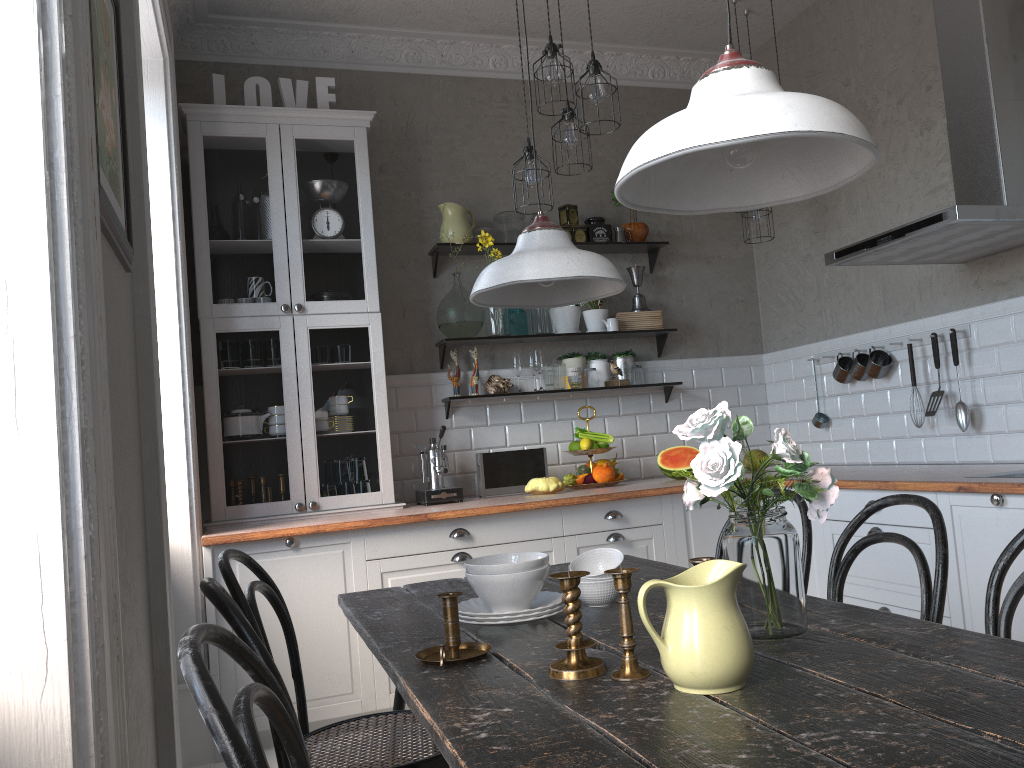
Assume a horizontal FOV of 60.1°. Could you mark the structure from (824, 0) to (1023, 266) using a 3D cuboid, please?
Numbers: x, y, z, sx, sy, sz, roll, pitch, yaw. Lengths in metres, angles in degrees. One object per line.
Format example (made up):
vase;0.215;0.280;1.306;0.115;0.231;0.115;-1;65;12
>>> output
structure;1.647;-1.322;3.433;0.722;1.595;0.703;-4;-4;-18

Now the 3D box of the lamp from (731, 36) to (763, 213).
lamp;1.086;-1.716;4.389;0.145;1.734;0.148;-6;-4;14

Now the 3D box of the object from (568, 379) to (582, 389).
object;0.335;0.001;4.699;0.078;0.051;0.076;-3;-4;-25

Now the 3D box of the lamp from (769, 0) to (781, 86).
lamp;1.338;-1.984;4.574;0.143;1.734;0.150;-8;-5;44

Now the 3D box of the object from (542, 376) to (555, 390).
object;0.205;0.001;4.779;0.078;0.083;0.078;-5;-4;0

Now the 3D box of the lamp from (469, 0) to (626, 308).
lamp;0.010;-1.135;2.206;0.382;1.858;0.376;-4;-4;-11

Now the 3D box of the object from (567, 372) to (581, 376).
object;0.332;-0.034;4.701;0.077;0.051;0.077;-5;-4;1

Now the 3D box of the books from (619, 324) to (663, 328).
books;0.700;-0.314;4.956;0.262;0.016;0.157;-4;-4;-6

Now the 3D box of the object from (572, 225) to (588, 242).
object;0.367;-0.806;4.853;0.083;0.113;0.082;-4;-4;-8

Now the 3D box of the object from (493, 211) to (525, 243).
object;-0.009;-0.817;4.738;0.169;0.184;0.174;-6;-4;21

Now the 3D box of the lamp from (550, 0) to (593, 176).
lamp;0.169;-1.701;3.534;0.149;1.734;0.144;-2;-5;-31

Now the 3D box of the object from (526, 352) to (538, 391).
object;0.118;-0.061;4.736;0.083;0.217;0.080;-2;-5;-32

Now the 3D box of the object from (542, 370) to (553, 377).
object;0.203;-0.032;4.781;0.078;0.083;0.078;-5;-4;0

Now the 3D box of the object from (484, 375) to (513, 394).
object;-0.081;0.003;4.625;0.180;0.111;0.094;-1;-5;-41

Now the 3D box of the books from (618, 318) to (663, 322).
books;0.698;-0.346;4.958;0.264;0.011;0.156;-4;-4;-16

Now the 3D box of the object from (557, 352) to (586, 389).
object;0.327;-0.073;4.835;0.160;0.216;0.153;-2;-5;-38

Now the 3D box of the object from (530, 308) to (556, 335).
object;0.162;-0.359;4.709;0.124;0.206;0.125;-5;-4;4

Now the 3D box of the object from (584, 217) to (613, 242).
object;0.468;-0.839;4.943;0.144;0.174;0.140;-4;-4;-18

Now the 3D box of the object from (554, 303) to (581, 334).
object;0.309;-0.437;4.860;0.245;0.354;0.234;-5;-4;0

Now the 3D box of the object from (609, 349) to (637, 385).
object;0.629;-0.085;4.956;0.161;0.213;0.151;-3;-4;-20

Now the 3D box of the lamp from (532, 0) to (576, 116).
lamp;0.095;-1.889;3.365;0.149;1.734;0.144;-2;-5;-31

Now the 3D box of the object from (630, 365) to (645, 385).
object;0.683;-0.048;4.851;0.079;0.108;0.076;-3;-4;-25

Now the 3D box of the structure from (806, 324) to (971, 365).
structure;1.759;-0.175;4.262;0.096;0.053;1.072;-4;-4;-17

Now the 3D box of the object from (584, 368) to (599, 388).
object;0.427;-0.030;4.790;0.079;0.108;0.076;-3;-4;-25

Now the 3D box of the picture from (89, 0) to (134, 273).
picture;-0.771;-0.571;1.681;0.020;0.619;0.514;-4;-4;-17

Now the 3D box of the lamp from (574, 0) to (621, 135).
lamp;0.243;-1.780;3.238;0.144;1.734;0.149;-7;-4;29

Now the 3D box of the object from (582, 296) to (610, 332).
object;0.450;-0.461;4.856;0.166;0.380;0.187;-7;-5;33

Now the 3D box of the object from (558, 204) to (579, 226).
object;0.309;-0.915;4.835;0.084;0.113;0.081;-2;-5;-38

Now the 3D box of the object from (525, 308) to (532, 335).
object;0.139;-0.375;4.860;0.133;0.264;0.130;-4;-4;-13

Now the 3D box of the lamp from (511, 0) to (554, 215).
lamp;0.014;-1.533;3.469;0.143;1.734;0.150;-8;-5;39

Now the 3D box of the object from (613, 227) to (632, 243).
object;0.606;-0.816;4.884;0.094;0.096;0.073;-4;-4;-18

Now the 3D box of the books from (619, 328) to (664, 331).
books;0.702;-0.292;4.954;0.264;0.011;0.156;-4;-4;-16

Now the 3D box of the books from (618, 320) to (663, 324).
books;0.698;-0.335;4.957;0.263;0.011;0.156;-4;-4;-13

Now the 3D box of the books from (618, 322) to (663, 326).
books;0.699;-0.324;4.957;0.263;0.016;0.156;-4;-4;-10

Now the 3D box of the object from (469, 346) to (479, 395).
object;-0.193;-0.063;4.619;0.052;0.264;0.062;-6;-4;18

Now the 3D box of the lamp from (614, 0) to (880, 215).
lamp;0.263;-1.217;1.364;0.374;1.858;0.384;-6;-4;19

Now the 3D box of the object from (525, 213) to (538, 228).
object;0.134;-0.836;4.887;0.137;0.220;0.142;-7;-5;31

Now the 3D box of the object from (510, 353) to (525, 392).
object;0.034;-0.055;4.711;0.083;0.217;0.080;-2;-5;-32

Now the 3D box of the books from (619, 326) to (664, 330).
books;0.701;-0.303;4.955;0.263;0.011;0.156;-4;-4;-13

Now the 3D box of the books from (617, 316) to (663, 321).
books;0.697;-0.357;4.959;0.263;0.011;0.156;-4;-4;-13

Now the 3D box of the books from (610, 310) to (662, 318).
books;0.694;-0.389;4.961;0.263;0.011;0.156;-4;-4;-13

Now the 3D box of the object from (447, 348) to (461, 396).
object;-0.298;-0.055;4.599;0.060;0.264;0.054;-8;-5;43

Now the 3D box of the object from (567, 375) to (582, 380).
object;0.333;-0.017;4.700;0.078;0.051;0.076;-3;-4;-25

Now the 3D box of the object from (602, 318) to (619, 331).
object;0.544;-0.319;4.807;0.105;0.071;0.063;-6;-4;11

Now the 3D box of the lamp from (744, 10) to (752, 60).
lamp;1.261;-1.839;4.711;0.144;1.734;0.149;-6;-4;24

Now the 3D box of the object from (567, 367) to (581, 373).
object;0.330;-0.059;4.703;0.079;0.051;0.076;-2;-5;-32

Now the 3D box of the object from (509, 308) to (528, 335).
object;0.020;-0.327;4.751;0.127;0.172;0.125;-4;-4;-15

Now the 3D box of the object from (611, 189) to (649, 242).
object;0.695;-0.968;4.983;0.260;0.397;0.242;-5;-4;6

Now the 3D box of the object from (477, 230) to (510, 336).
object;-0.090;-0.516;4.582;0.195;0.540;0.276;-3;-4;-26

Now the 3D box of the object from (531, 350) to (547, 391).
object;0.146;-0.069;4.652;0.083;0.217;0.080;-2;-5;-32

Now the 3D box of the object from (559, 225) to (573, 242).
object;0.282;-0.801;4.828;0.084;0.113;0.082;-4;-4;-18

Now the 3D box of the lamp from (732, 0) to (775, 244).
lamp;1.182;-1.590;4.549;0.143;1.734;0.150;-8;-5;44

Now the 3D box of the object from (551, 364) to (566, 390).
object;0.254;-0.035;4.720;0.077;0.139;0.080;-9;-6;44

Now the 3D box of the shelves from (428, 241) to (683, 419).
shelves;0.252;-0.286;4.795;1.334;0.923;0.225;-4;-4;-19

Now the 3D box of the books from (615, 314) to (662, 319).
books;0.696;-0.367;4.959;0.262;0.016;0.157;-4;-4;-6

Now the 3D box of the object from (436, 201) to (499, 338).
object;-0.275;-0.570;4.571;0.331;0.674;0.341;-8;-5;40

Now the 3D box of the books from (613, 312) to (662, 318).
books;0.695;-0.378;4.960;0.263;0.016;0.156;-4;-4;-10
